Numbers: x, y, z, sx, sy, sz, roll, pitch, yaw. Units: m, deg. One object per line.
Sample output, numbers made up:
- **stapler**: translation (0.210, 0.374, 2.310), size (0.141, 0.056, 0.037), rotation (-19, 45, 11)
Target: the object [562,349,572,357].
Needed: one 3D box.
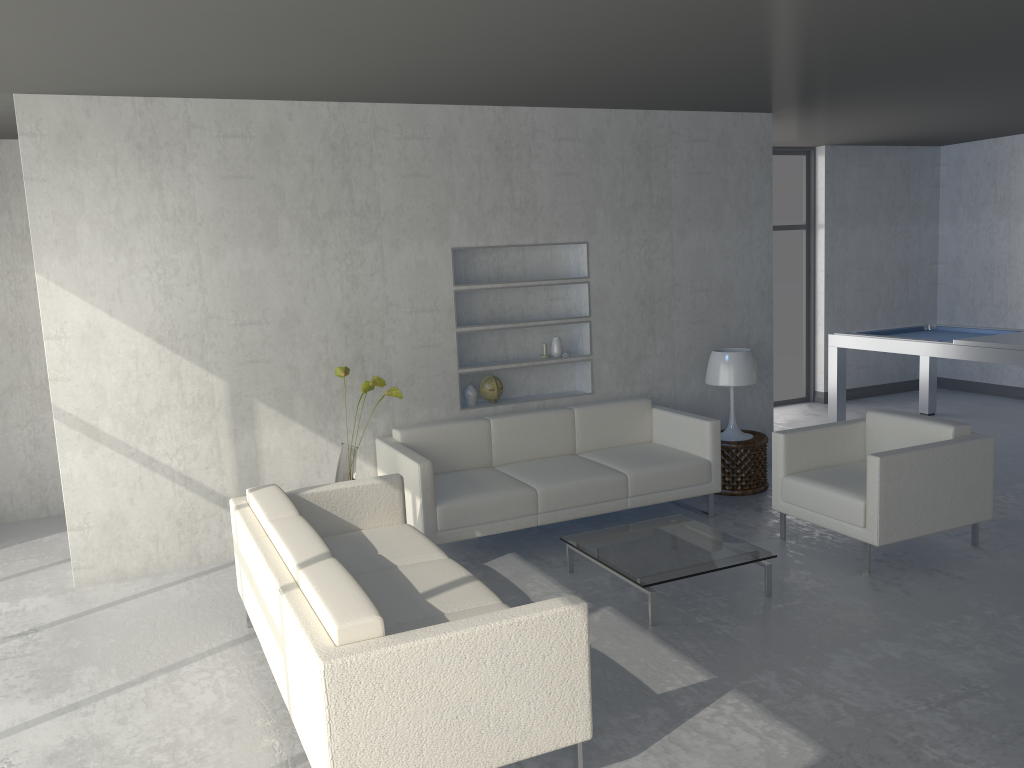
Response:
- **object**: translation (0.360, -0.201, 5.763), size (0.064, 0.050, 0.064), rotation (-6, 9, -18)

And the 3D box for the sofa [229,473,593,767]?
- **sofa**: translation (-0.504, 0.838, 3.357), size (0.821, 0.658, 1.881), rotation (-6, 9, -24)

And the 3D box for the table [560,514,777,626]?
- **table**: translation (0.738, 0.876, 4.303), size (0.730, 0.190, 0.773), rotation (-6, 9, -24)

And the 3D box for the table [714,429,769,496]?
- **table**: translation (1.480, 0.520, 5.929), size (0.452, 0.358, 0.452), rotation (4, 11, 40)

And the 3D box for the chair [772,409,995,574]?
- **chair**: translation (1.934, 0.523, 4.693), size (0.821, 0.662, 0.748), rotation (-6, 9, -24)

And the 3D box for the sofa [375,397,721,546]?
- **sofa**: translation (0.232, 0.524, 5.252), size (1.881, 0.658, 0.821), rotation (-6, 9, -24)

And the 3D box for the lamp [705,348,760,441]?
- **lamp**: translation (1.457, 0.065, 5.862), size (0.347, 0.582, 0.347), rotation (3, 10, 34)

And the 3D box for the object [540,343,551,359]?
- **object**: translation (0.215, -0.216, 5.764), size (0.074, 0.094, 0.074), rotation (2, 10, 30)

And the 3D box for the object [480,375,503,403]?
- **object**: translation (-0.112, 0.032, 5.616), size (0.163, 0.179, 0.088), rotation (-8, 10, -34)

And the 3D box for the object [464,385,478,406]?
- **object**: translation (-0.258, 0.070, 5.583), size (0.086, 0.128, 0.086), rotation (-5, 9, -13)

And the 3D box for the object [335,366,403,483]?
- **object**: translation (-0.774, 0.438, 4.833), size (0.400, 1.051, 0.387), rotation (-2, 8, 4)

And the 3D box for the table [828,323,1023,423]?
- **table**: translation (3.666, 0.014, 6.857), size (1.180, 0.835, 2.095), rotation (-6, 9, -24)

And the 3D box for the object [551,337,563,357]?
- **object**: translation (0.293, -0.242, 5.790), size (0.079, 0.130, 0.079), rotation (-7, 9, -26)
